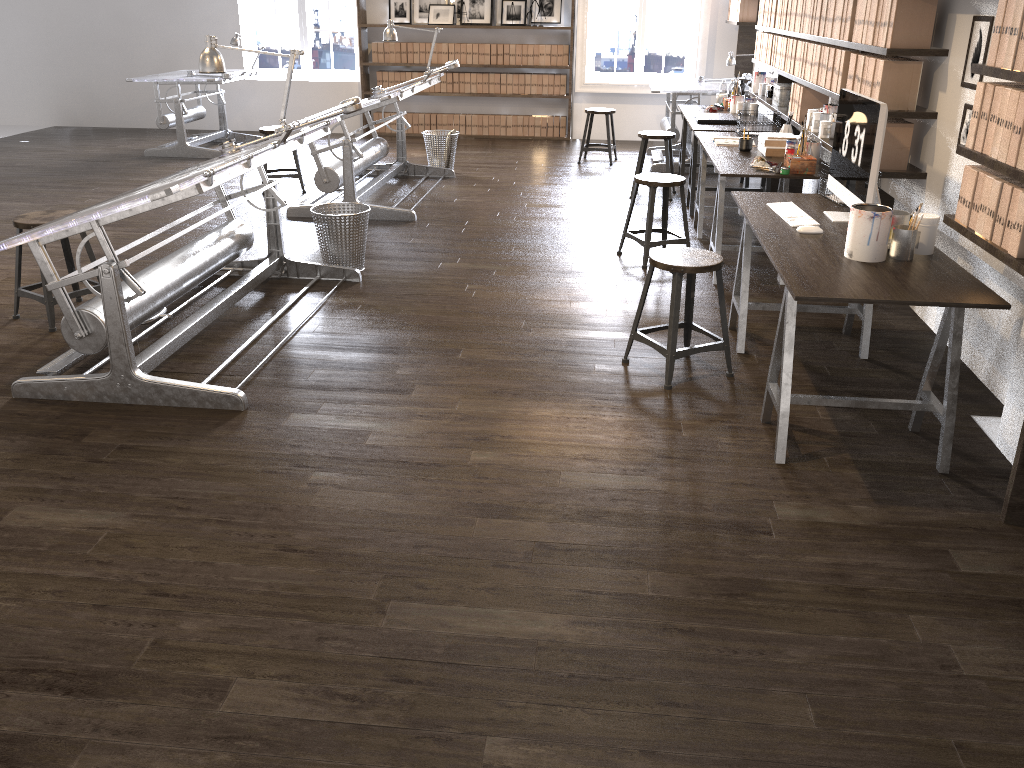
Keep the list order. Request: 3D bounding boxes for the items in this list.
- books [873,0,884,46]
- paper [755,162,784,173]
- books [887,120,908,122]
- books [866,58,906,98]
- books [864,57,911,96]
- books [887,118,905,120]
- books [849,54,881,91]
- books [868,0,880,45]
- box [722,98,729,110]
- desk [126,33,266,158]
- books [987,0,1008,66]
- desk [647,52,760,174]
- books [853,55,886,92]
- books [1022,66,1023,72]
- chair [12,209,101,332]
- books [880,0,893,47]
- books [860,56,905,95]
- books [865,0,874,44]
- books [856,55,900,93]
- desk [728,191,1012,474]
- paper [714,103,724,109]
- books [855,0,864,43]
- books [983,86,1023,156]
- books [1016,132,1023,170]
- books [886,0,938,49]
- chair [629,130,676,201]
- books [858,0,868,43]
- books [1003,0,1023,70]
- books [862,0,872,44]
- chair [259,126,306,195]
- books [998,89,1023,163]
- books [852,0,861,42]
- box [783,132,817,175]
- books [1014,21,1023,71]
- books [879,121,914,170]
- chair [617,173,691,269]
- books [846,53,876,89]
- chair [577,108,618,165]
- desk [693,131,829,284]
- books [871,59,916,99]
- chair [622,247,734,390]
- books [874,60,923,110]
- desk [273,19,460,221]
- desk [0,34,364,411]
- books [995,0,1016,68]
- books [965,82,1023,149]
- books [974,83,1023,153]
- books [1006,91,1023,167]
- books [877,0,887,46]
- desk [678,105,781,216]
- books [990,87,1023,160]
[{"bbox_3d":[1.810,-1.701,4.161,0.174,0.222,0.068,3,22,6],"label":"books"},{"bbox_3d":[1.427,-1.201,4.901,0.138,0.037,0.157,9,25,19],"label":"paper"},{"bbox_3d":[1.790,-1.154,4.263,0.174,0.222,0.068,3,22,6],"label":"books"},{"bbox_3d":[1.798,-1.435,4.225,0.174,0.222,0.068,3,22,6],"label":"books"},{"bbox_3d":[1.811,-1.461,4.287,0.174,0.222,0.068,3,22,6],"label":"books"},{"bbox_3d":[1.802,-1.183,4.328,0.174,0.222,0.068,3,22,6],"label":"books"},{"bbox_3d":[1.837,-1.578,4.555,0.174,0.222,0.068,3,22,6],"label":"books"},{"bbox_3d":[1.812,-1.728,4.224,0.174,0.222,0.068,3,22,6],"label":"books"},{"bbox_3d":[1.904,-2.429,7.674,0.137,0.082,0.215,3,23,5],"label":"box"},{"bbox_3d":[-3.150,-3.051,9.278,1.171,1.168,1.291,3,23,5],"label":"desk"},{"bbox_3d":[1.661,-1.141,2.868,0.174,0.222,0.068,3,22,6],"label":"books"},{"bbox_3d":[1.879,-2.723,8.748,1.071,1.079,1.291,3,23,5],"label":"desk"},{"bbox_3d":[1.835,-1.547,4.485,0.174,0.222,0.068,3,22,6],"label":"books"},{"bbox_3d":[1.625,-1.025,2.601,0.174,0.222,0.068,3,22,6],"label":"books"},{"bbox_3d":[-2.281,-0.583,4.447,0.360,0.519,0.376,15,26,31],"label":"chair"},{"bbox_3d":[1.791,-1.644,4.029,0.174,0.222,0.068,3,22,6],"label":"books"},{"bbox_3d":[1.819,-1.490,4.353,0.174,0.222,0.068,3,22,6],"label":"books"},{"bbox_3d":[1.824,-1.755,4.286,0.174,0.221,0.068,3,22,6],"label":"books"},{"bbox_3d":[1.822,-1.519,4.419,0.174,0.222,0.068,3,22,6],"label":"books"},{"bbox_3d":[1.312,-0.291,3.676,0.656,0.658,1.698,3,23,5],"label":"desk"},{"bbox_3d":[1.749,-2.406,7.684,0.137,0.037,0.158,-3,24,-8],"label":"paper"},{"bbox_3d":[1.846,-1.838,4.477,0.174,0.222,0.068,3,22,6],"label":"books"},{"bbox_3d":[1.648,-0.848,2.871,0.174,0.222,0.068,3,22,6],"label":"books"},{"bbox_3d":[1.616,-0.739,2.619,0.174,0.221,0.068,3,22,6],"label":"books"},{"bbox_3d":[1.788,-1.615,3.963,0.174,0.222,0.068,3,22,6],"label":"books"},{"bbox_3d":[1.191,-1.822,7.379,0.359,0.519,0.378,6,23,13],"label":"chair"},{"bbox_3d":[1.835,-1.810,4.412,0.174,0.222,0.068,3,22,6],"label":"books"},{"bbox_3d":[1.642,-1.084,2.737,0.174,0.222,0.068,3,22,6],"label":"books"},{"bbox_3d":[1.829,-1.780,4.344,0.174,0.221,0.068,3,22,6],"label":"books"},{"bbox_3d":[-1.941,-1.884,7.450,0.372,0.519,0.364,-5,23,-15],"label":"chair"},{"bbox_3d":[1.626,-0.791,2.739,0.174,0.222,0.068,3,22,6],"label":"books"},{"bbox_3d":[1.856,-1.866,4.541,0.174,0.222,0.068,3,22,6],"label":"books"},{"bbox_3d":[1.579,-1.267,4.840,0.137,0.203,0.215,3,23,6],"label":"box"},{"bbox_3d":[1.639,-1.055,2.670,0.174,0.222,0.068,3,22,6],"label":"books"},{"bbox_3d":[1.787,-1.126,4.197,0.174,0.222,0.068,3,22,6],"label":"books"},{"bbox_3d":[0.910,-1.032,5.552,0.359,0.519,0.377,-7,23,-19],"label":"chair"},{"bbox_3d":[1.851,-1.607,4.624,0.174,0.221,0.068,3,22,6],"label":"books"},{"bbox_3d":[0.876,-2.496,8.922,0.359,0.519,0.378,6,23,13],"label":"chair"},{"bbox_3d":[1.542,-1.153,5.665,0.656,0.658,1.698,3,23,5],"label":"desk"},{"bbox_3d":[1.796,-1.408,4.163,0.174,0.221,0.068,3,22,6],"label":"books"},{"bbox_3d":[0.741,-0.301,3.866,0.373,0.519,0.363,-10,24,-24],"label":"chair"},{"bbox_3d":[1.787,-1.382,4.104,0.174,0.221,0.068,3,22,6],"label":"books"},{"bbox_3d":[-1.046,-2.251,7.240,1.077,1.362,2.321,3,23,5],"label":"desk"},{"bbox_3d":[-1.407,-0.902,4.126,1.077,1.362,2.106,3,23,5],"label":"desk"},{"bbox_3d":[1.653,-1.112,2.802,0.174,0.222,0.068,3,22,6],"label":"books"},{"bbox_3d":[1.658,-0.905,3.002,0.174,0.222,0.068,3,22,6],"label":"books"},{"bbox_3d":[1.654,-0.876,2.936,0.174,0.222,0.068,3,22,6],"label":"books"},{"bbox_3d":[1.619,-0.764,2.678,0.174,0.222,0.068,3,22,6],"label":"books"},{"bbox_3d":[1.803,-1.672,4.095,0.174,0.222,0.068,3,22,6],"label":"books"},{"bbox_3d":[1.732,-1.863,7.305,0.656,0.658,1.698,3,23,5],"label":"desk"},{"bbox_3d":[1.637,-0.820,2.806,0.174,0.222,0.068,3,22,6],"label":"books"}]
